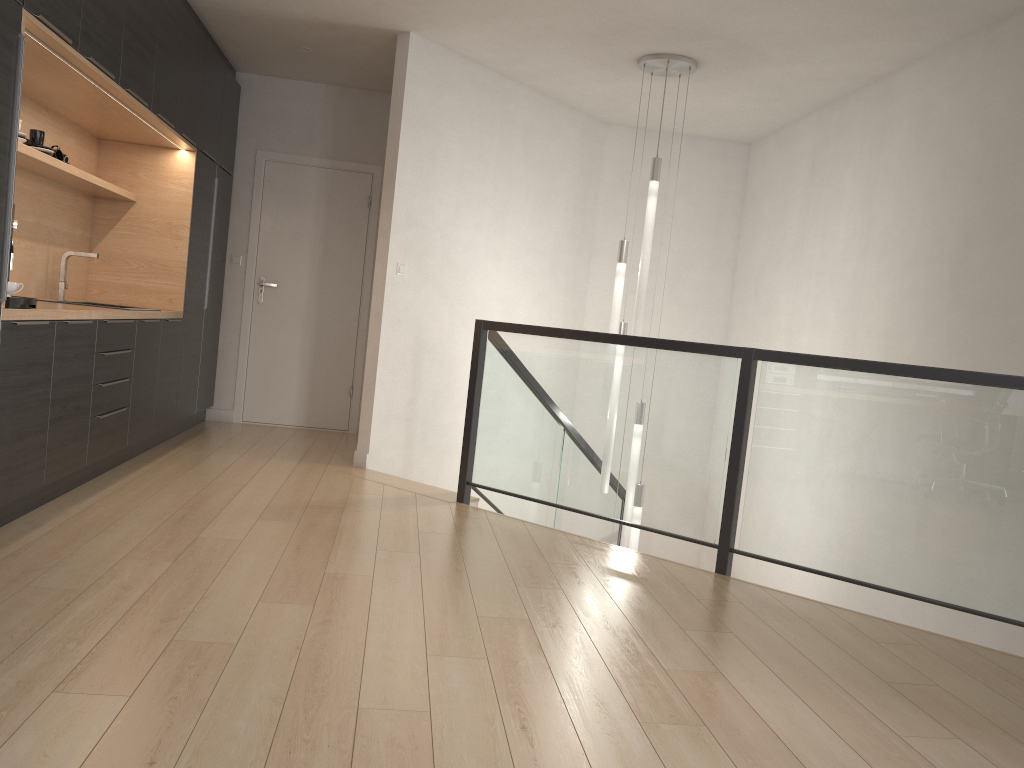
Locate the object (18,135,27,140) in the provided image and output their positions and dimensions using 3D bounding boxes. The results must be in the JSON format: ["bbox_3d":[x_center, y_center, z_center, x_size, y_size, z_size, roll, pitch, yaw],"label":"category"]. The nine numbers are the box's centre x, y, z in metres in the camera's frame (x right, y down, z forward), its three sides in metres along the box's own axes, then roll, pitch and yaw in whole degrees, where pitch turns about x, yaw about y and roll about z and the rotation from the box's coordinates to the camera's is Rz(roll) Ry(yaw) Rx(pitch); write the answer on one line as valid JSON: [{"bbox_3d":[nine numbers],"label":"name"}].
[{"bbox_3d":[-2.254,-1.102,3.968,0.145,0.025,0.145,5,4,-21],"label":"object"}]

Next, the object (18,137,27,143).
[{"bbox_3d":[-2.253,-1.091,3.966,0.145,0.025,0.145,5,4,-21],"label":"object"}]

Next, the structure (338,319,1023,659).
[{"bbox_3d":[1.315,1.969,5.278,4.190,4.339,2.823,9,5,38],"label":"structure"}]

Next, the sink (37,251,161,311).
[{"bbox_3d":[-2.332,-0.475,5.022,0.512,0.518,0.626,6,4,-7],"label":"sink"}]

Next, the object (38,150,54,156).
[{"bbox_3d":[-2.316,-1.120,4.321,0.145,0.025,0.145,7,4,6],"label":"object"}]

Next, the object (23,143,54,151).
[{"bbox_3d":[-2.313,-1.144,4.319,0.145,0.025,0.145,7,4,6],"label":"object"}]

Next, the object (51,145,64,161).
[{"bbox_3d":[-2.371,-1.186,4.570,0.100,0.093,0.066,7,4,7],"label":"object"}]

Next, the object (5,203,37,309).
[{"bbox_3d":[-2.131,-0.524,3.500,0.584,0.398,0.618,6,4,-7],"label":"object"}]

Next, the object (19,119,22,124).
[{"bbox_3d":[-2.245,-1.173,3.961,0.098,0.075,0.095,6,4,4],"label":"object"}]

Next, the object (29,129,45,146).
[{"bbox_3d":[-2.308,-1.186,4.310,0.066,0.092,0.084,3,5,-39],"label":"object"}]

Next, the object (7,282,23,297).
[{"bbox_3d":[-1.926,-0.361,3.364,0.099,0.057,0.095,6,4,-5],"label":"object"}]

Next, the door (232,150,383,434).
[{"bbox_3d":[-1.612,-0.707,6.997,0.974,2.136,0.085,6,4,-7],"label":"door"}]

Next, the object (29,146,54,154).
[{"bbox_3d":[-2.313,-1.132,4.323,0.145,0.025,0.145,7,4,6],"label":"object"}]

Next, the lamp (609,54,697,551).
[{"bbox_3d":[0.868,-1.126,5.528,0.359,6.725,0.359,8,4,29],"label":"lamp"}]

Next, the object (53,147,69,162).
[{"bbox_3d":[-2.370,-1.196,4.633,0.100,0.093,0.066,6,4,2],"label":"object"}]

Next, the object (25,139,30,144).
[{"bbox_3d":[-2.408,-1.171,4.428,0.084,0.092,0.066,6,4,-1],"label":"object"}]

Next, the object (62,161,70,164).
[{"bbox_3d":[-2.375,-1.144,4.598,0.145,0.025,0.145,6,4,-5],"label":"object"}]

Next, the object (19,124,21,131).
[{"bbox_3d":[-2.251,-1.140,3.966,0.095,0.057,0.099,4,4,-35],"label":"object"}]

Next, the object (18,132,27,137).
[{"bbox_3d":[-2.251,-1.115,3.965,0.145,0.025,0.145,5,4,-21],"label":"object"}]
